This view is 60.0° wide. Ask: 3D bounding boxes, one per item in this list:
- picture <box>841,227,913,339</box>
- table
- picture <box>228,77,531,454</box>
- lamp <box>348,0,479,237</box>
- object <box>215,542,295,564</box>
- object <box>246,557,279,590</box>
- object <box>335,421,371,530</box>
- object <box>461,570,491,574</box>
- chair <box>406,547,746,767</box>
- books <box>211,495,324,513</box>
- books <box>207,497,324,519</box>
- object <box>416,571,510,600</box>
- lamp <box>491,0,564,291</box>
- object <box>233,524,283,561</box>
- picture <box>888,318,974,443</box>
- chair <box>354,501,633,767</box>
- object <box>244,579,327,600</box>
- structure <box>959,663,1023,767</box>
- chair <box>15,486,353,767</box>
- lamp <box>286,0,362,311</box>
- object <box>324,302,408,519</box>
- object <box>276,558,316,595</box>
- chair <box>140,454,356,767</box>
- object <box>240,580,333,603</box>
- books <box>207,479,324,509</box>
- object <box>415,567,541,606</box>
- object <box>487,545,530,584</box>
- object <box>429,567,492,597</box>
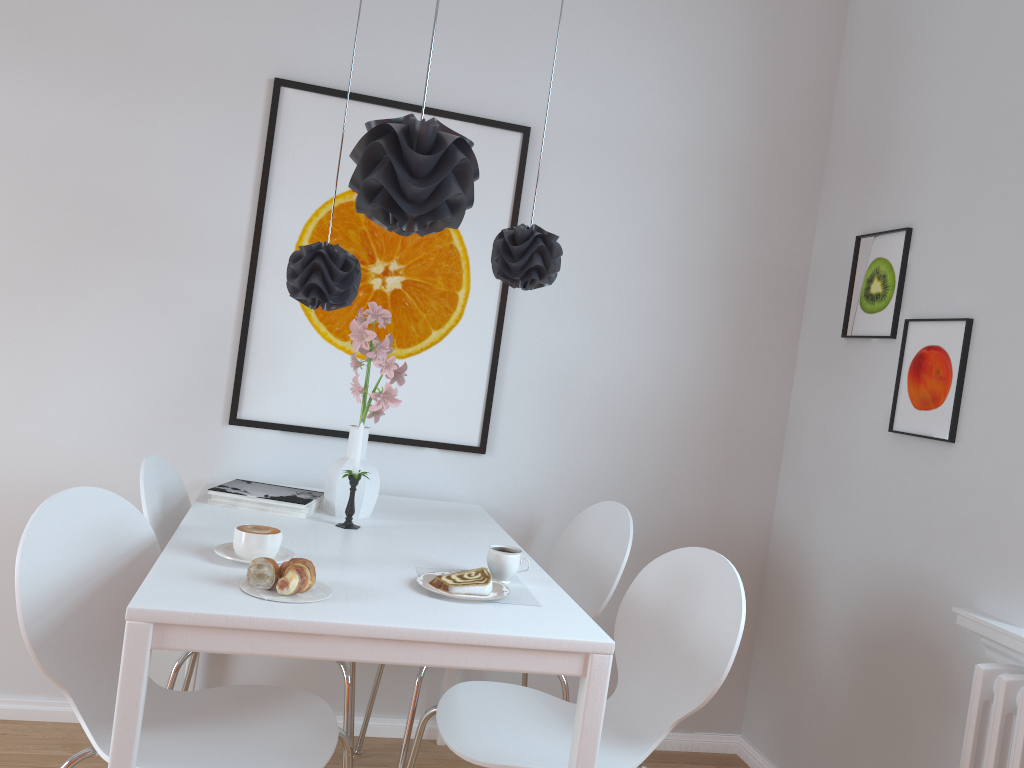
[{"bbox_3d":[1.096,-0.298,2.674,0.017,0.322,0.247,8,1,-13],"label":"picture"},{"bbox_3d":[-0.414,0.753,2.135,0.829,0.771,1.282,8,2,-13],"label":"table"},{"bbox_3d":[-0.400,-0.347,2.755,0.795,1.052,0.017,8,1,-12],"label":"picture"},{"bbox_3d":[-0.162,-0.995,2.087,0.299,1.294,0.291,9,2,34],"label":"lamp"},{"bbox_3d":[-0.522,0.350,1.800,0.160,0.020,0.160,8,2,2],"label":"object"},{"bbox_3d":[-0.449,0.343,1.632,0.061,0.059,0.074,8,2,8],"label":"object"},{"bbox_3d":[-0.394,0.213,2.236,0.080,0.298,0.078,9,1,27],"label":"object"},{"bbox_3d":[-0.066,0.404,1.902,0.028,0.027,0.128,9,2,36],"label":"object"},{"bbox_3d":[0.122,0.782,1.957,0.638,0.870,0.510,7,1,-23],"label":"chair"},{"bbox_3d":[-0.645,0.303,2.362,0.254,0.014,0.191,8,2,1],"label":"books"},{"bbox_3d":[-0.651,0.317,2.364,0.259,0.014,0.191,8,2,3],"label":"books"},{"bbox_3d":[-0.099,0.411,1.790,0.190,0.012,0.193,7,2,-15],"label":"object"},{"bbox_3d":[0.129,-0.976,2.148,0.168,1.505,0.171,7,1,-21],"label":"lamp"},{"bbox_3d":[-0.518,0.322,1.802,0.094,0.064,0.099,8,2,-9],"label":"object"},{"bbox_3d":[1.126,-0.016,2.394,0.017,0.322,0.247,8,1,-13],"label":"picture"},{"bbox_3d":[-0.040,0.743,2.535,0.640,0.870,0.509,7,1,-17],"label":"chair"},{"bbox_3d":[-0.416,0.375,1.627,0.118,0.005,0.124,7,2,-33],"label":"object"},{"bbox_3d":[1.252,0.995,1.192,0.204,0.660,1.666,8,2,-13],"label":"structure"},{"bbox_3d":[-0.637,0.684,1.731,0.650,0.870,0.501,8,1,13],"label":"chair"},{"bbox_3d":[-0.346,-0.917,2.054,0.170,1.505,0.169,8,1,4],"label":"lamp"},{"bbox_3d":[-0.380,0.068,2.395,0.179,0.579,0.179,8,1,14],"label":"object"},{"bbox_3d":[-0.395,0.350,1.629,0.069,0.060,0.132,8,2,-13],"label":"object"},{"bbox_3d":[-0.692,0.658,2.351,0.643,0.870,0.506,8,1,-7],"label":"chair"},{"bbox_3d":[-0.414,0.377,1.631,0.169,0.005,0.165,9,2,30],"label":"object"},{"bbox_3d":[-0.645,0.290,2.355,0.258,0.012,0.206,8,2,4],"label":"books"},{"bbox_3d":[-0.076,0.417,1.841,0.227,0.003,0.229,8,2,-13],"label":"object"},{"bbox_3d":[-0.015,0.389,1.903,0.085,0.070,0.075,9,2,37],"label":"object"},{"bbox_3d":[-0.097,0.396,1.781,0.127,0.043,0.075,7,2,-20],"label":"object"}]
